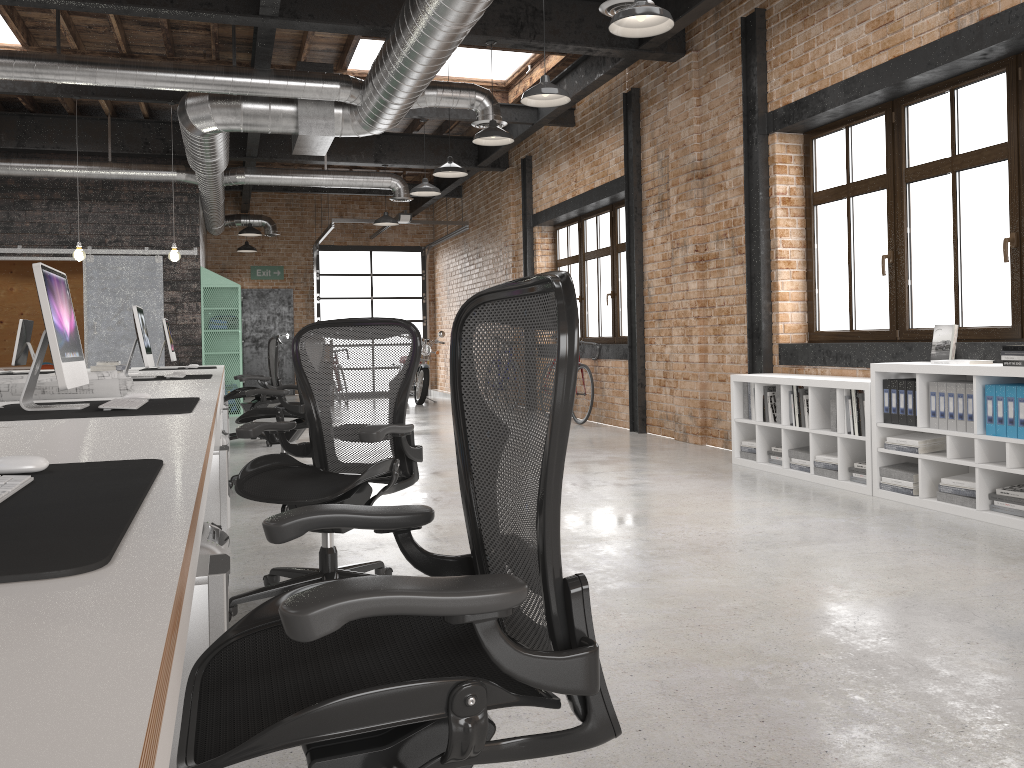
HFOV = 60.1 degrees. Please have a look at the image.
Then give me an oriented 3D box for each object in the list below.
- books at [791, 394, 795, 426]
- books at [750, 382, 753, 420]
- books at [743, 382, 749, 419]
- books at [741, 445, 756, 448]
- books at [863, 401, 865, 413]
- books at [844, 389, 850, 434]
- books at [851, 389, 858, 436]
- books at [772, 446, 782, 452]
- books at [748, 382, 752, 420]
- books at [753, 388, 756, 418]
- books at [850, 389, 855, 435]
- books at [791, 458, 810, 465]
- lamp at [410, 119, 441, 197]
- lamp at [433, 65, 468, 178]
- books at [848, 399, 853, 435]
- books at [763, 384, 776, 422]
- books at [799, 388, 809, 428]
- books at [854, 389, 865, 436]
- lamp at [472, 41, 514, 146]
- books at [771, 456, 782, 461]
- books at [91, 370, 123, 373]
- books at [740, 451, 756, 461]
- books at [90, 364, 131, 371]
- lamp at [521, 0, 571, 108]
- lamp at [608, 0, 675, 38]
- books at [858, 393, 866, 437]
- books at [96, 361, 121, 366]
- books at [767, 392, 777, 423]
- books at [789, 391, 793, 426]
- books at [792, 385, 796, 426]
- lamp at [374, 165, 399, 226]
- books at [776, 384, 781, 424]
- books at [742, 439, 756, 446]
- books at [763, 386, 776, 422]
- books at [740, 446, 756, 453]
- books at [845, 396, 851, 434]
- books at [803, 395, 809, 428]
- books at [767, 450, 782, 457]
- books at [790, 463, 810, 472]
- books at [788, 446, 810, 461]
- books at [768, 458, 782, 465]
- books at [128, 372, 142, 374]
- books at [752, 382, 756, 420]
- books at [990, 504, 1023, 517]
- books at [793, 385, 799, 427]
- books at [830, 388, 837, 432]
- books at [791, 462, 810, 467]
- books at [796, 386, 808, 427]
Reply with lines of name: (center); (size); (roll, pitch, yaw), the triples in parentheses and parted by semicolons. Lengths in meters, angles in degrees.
books: (2.033, 0.188, 6.176); (0.162, 0.240, 0.054); (-1, 0, -13)
books: (1.932, 0.127, 6.697); (0.265, 0.315, 0.025); (-1, 0, -13)
books: (1.906, 0.105, 6.787); (0.259, 0.351, 0.065); (-1, 0, -13)
books: (1.890, 0.456, 6.665); (0.219, 0.039, 0.260); (-2, 3, -18)
books: (2.268, 0.219, 5.449); (0.197, 0.240, 0.058); (-1, 0, -13)
books: (2.238, 0.177, 5.655); (0.259, 0.305, 0.040); (-1, 0, -13)
books: (2.261, 0.158, 5.549); (0.259, 0.352, 0.070); (-1, 0, -13)
books: (2.022, 0.464, 6.370); (0.199, 0.054, 0.240); (-2, 3, -17)
books: (1.917, 0.117, 6.726); (0.249, 0.333, 0.060); (-1, 0, -13)
books: (1.905, 0.158, 6.627); (0.182, 0.262, 0.056); (-1, 0, -13)
books: (2.252, 0.156, 5.571); (0.258, 0.355, 0.049); (-1, 0, -13)
books: (2.081, 0.519, 6.068); (0.214, 0.046, 0.251); (-2, 3, -18)
lamp: (-1.011, -2.630, 10.262); (0.362, 0.856, 0.362); (-1, 0, 0)
lamp: (-0.648, -2.834, 9.115); (0.362, 1.363, 0.362); (-1, 0, -10)
books: (2.207, 0.214, 5.576); (0.162, 0.240, 0.054); (-1, 0, -13)
books: (1.970, 0.114, 6.540); (0.272, 0.354, 0.063); (-1, 0, -13)
books: (2.087, 0.170, 6.084); (0.222, 0.283, 0.061); (-1, 0, -13)
books: (2.270, 0.158, 5.520); (0.272, 0.354, 0.063); (-1, 0, -13)
lamp: (-0.170, -2.519, 7.637); (0.362, 0.856, 0.362); (-1, 0, 5)
books: (2.000, 0.525, 6.375); (0.164, 0.047, 0.239); (-2, 3, -17)
books: (-2.977, -0.073, 6.516); (0.200, 0.050, 0.272); (-2, 3, -20)
books: (1.891, 0.533, 6.680); (0.217, 0.072, 0.290); (-2, 3, -18)
books: (-2.961, -0.121, 6.537); (0.193, 0.044, 0.257); (-1, 3, 0)
lamp: (0.228, -2.719, 6.379); (0.362, 1.363, 0.362); (-1, 0, 45)
lamp: (0.707, -2.403, 4.901); (0.362, 0.856, 0.362); (-1, 0, 0)
books: (2.261, 0.196, 5.484); (0.222, 0.283, 0.061); (-1, 0, -13)
books: (-2.977, -0.152, 6.534); (0.153, 0.030, 0.185); (-2, 3, -20)
books: (1.968, 0.175, 6.470); (0.197, 0.240, 0.058); (-1, 0, -13)
books: (2.031, 0.176, 6.207); (0.182, 0.262, 0.056); (-1, 0, -13)
books: (2.078, 0.130, 6.171); (0.258, 0.355, 0.049); (-1, 0, -13)
lamp: (-1.830, -2.738, 12.820); (0.362, 0.856, 0.362); (-1, 0, -40)
books: (2.033, 0.123, 6.367); (0.259, 0.351, 0.065); (-1, 0, -13)
books: (1.891, 0.438, 6.660); (0.214, 0.052, 0.252); (-2, 3, -18)
books: (1.961, 0.152, 6.504); (0.222, 0.283, 0.061); (-1, 0, -13)
books: (1.886, 0.483, 6.671); (0.207, 0.067, 0.275); (-2, 3, -18)
books: (2.205, 0.201, 5.607); (0.182, 0.262, 0.056); (-1, 0, -13)
books: (2.095, 0.193, 6.049); (0.197, 0.240, 0.058); (-1, 0, -13)
books: (2.019, 0.496, 6.394); (0.222, 0.055, 0.282); (-2, 3, -17)
books: (2.076, 0.563, 6.079); (0.207, 0.061, 0.274); (-2, 3, -18)
books: (2.079, 0.482, 6.087); (0.217, 0.078, 0.291); (-2, 3, -18)
books: (2.004, 0.553, 6.390); (0.184, 0.049, 0.261); (-2, 3, -17)
books: (-3.197, -0.088, 7.249); (0.243, 0.019, 0.205); (0, 3, 20)
books: (1.938, 0.133, 6.675); (0.259, 0.305, 0.040); (-1, 0, -13)
books: (2.606, 0.633, 4.501); (0.184, 0.049, 0.261); (-2, 3, -17)
books: (2.087, 0.132, 6.149); (0.259, 0.352, 0.070); (-1, 0, -13)
books: (2.206, 0.149, 5.767); (0.259, 0.351, 0.065); (-1, 0, -13)
books: (2.081, 0.537, 6.073); (0.219, 0.034, 0.260); (-2, 3, -18)
books: (2.096, 0.132, 6.120); (0.272, 0.354, 0.063); (-1, 0, -13)
